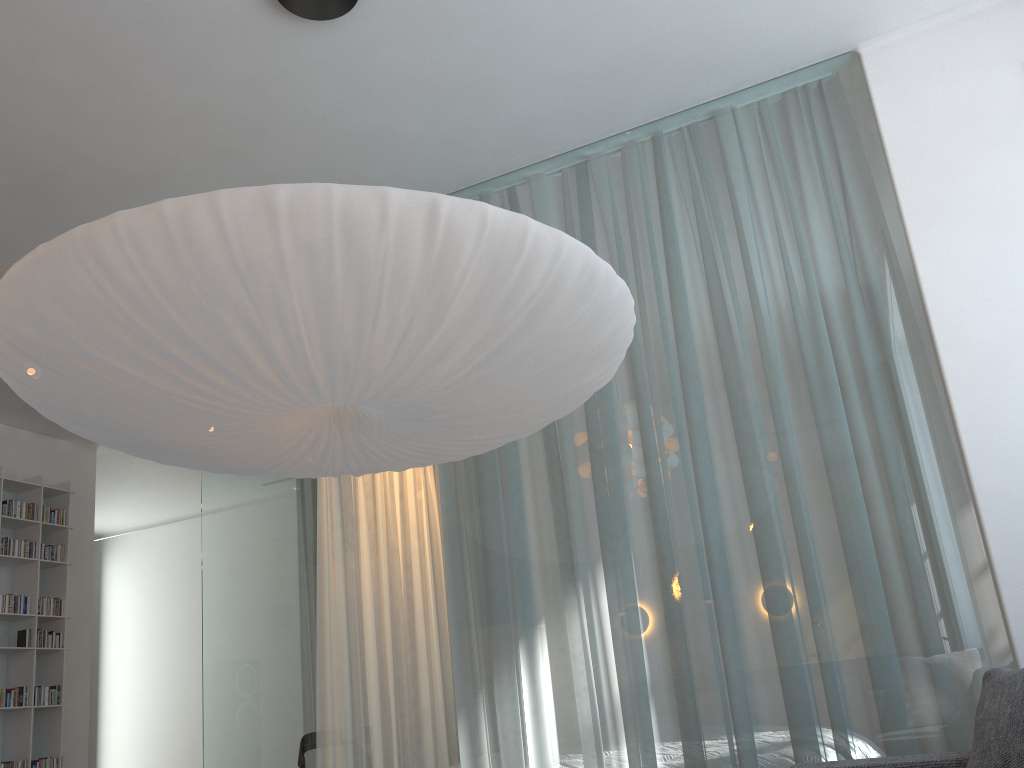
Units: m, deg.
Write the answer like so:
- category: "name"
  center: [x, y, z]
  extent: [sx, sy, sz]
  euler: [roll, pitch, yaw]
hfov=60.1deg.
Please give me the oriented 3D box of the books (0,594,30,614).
- category: "books"
  center: [-2.886, 1.356, 5.048]
  extent: [0.115, 0.294, 0.234]
  euler: [-13, -19, 21]

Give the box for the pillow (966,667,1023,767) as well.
- category: "pillow"
  center: [1.215, 0.758, 1.950]
  extent: [0.347, 0.352, 0.525]
  euler: [3, -21, -27]

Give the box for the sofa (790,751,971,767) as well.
- category: "sofa"
  center: [0.233, 0.804, 0.994]
  extent: [2.051, 0.658, 3.117]
  euler: [-14, -21, 21]

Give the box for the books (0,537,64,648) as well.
- category: "books"
  center: [-2.884, 1.218, 5.136]
  extent: [0.115, 0.613, 0.577]
  euler: [-13, -19, 21]

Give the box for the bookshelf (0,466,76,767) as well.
- category: "bookshelf"
  center: [-3.184, 1.320, 4.441]
  extent: [0.228, 2.030, 2.118]
  euler: [-13, -19, 21]

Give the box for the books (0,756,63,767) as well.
- category: "books"
  center: [-2.866, 2.179, 4.617]
  extent: [0.115, 0.342, 1.151]
  euler: [-13, -21, 21]

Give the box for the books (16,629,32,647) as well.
- category: "books"
  center: [-3.217, 0.889, 4.469]
  extent: [0.115, 0.839, 1.781]
  euler: [-13, -20, 21]

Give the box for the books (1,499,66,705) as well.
- category: "books"
  center: [-3.125, 1.366, 4.424]
  extent: [0.115, 1.781, 1.984]
  euler: [-13, -20, 21]

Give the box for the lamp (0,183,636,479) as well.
- category: "lamp"
  center: [-0.427, 0.020, 2.125]
  extent: [1.474, 0.205, 1.498]
  euler: [5, -23, -29]

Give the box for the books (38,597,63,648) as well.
- category: "books"
  center: [-2.786, 1.426, 5.267]
  extent: [0.115, 0.293, 0.186]
  euler: [-13, -19, 21]

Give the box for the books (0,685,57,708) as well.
- category: "books"
  center: [-3.107, 1.566, 4.354]
  extent: [0.115, 0.112, 1.955]
  euler: [-13, -21, 20]
